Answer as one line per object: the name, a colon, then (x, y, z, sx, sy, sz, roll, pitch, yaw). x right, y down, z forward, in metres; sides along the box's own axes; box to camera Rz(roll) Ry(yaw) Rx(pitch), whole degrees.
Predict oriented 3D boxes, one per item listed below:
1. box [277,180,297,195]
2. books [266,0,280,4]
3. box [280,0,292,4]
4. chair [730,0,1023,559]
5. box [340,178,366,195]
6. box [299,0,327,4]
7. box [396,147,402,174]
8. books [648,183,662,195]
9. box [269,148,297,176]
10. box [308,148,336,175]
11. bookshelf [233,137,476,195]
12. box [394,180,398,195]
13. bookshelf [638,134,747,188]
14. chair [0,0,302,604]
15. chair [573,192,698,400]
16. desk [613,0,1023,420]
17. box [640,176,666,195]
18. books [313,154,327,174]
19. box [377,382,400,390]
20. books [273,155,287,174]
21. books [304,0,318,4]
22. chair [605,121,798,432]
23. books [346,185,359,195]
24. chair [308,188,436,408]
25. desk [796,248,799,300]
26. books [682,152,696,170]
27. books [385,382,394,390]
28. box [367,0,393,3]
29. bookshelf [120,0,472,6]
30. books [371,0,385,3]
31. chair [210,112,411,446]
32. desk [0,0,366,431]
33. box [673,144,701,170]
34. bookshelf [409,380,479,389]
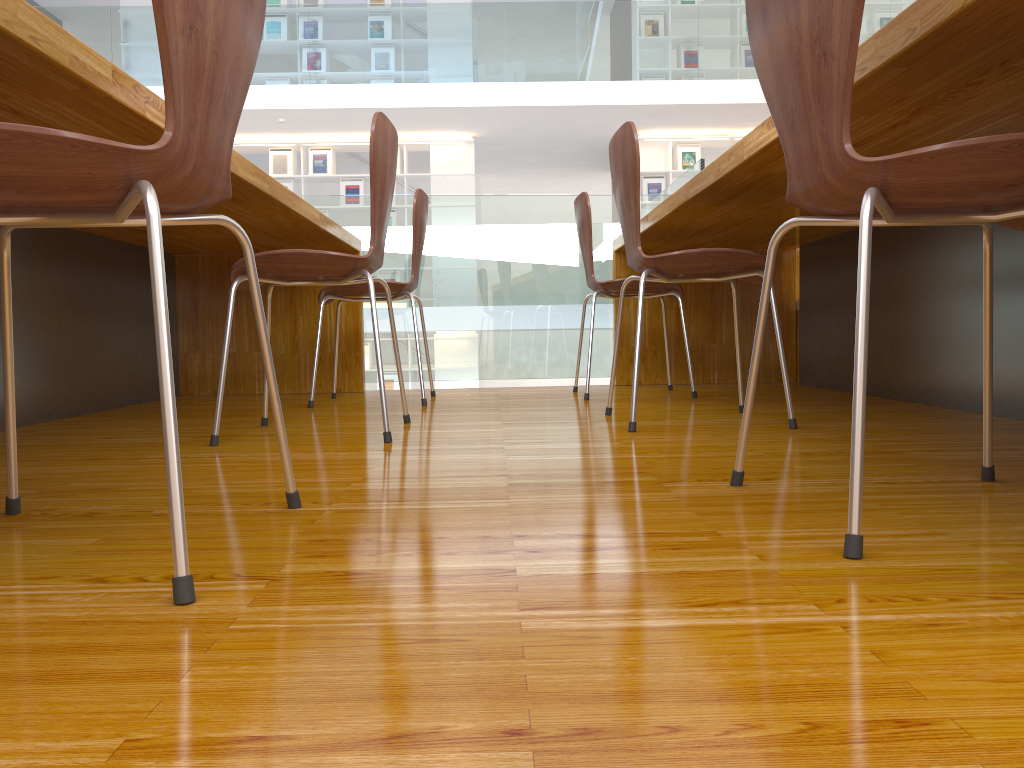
box: (-2.450, -2.023, 9.494, 0.245, 0.296, 0.274, -1, 3, -1)
books: (-2.497, -4.031, 9.276, 0.145, 0.210, 0.037, -1, 3, -1)
box: (-2.484, -4.067, 9.382, 0.245, 0.296, 0.274, -1, 3, -1)
chair: (0.497, -0.193, 1.041, 0.381, 0.693, 0.428, -1, 3, -1)
box: (-1.703, -2.040, 9.508, 0.245, 0.296, 0.274, -1, 3, -1)
box: (-2.107, -4.073, 9.389, 0.245, 0.296, 0.274, -1, 3, -1)
box: (-1.320, -2.372, 9.498, 0.245, 0.296, 0.274, -1, 3, -1)
books: (1.534, -2.053, 9.530, 0.145, 0.210, 0.037, -1, 3, -1)
box: (-2.448, -2.352, 9.476, 0.245, 0.296, 0.274, -1, 3, -1)
box: (-2.031, -2.360, 9.484, 0.245, 0.296, 0.274, -1, 3, -1)
bookshelf: (-2.220, -1.685, 9.515, 3.666, 1.836, 0.498, -1, 3, -1)
box: (-1.363, -2.043, 9.515, 0.245, 0.296, 0.274, -1, 3, -1)
bookshelf: (2.841, -1.776, 9.609, 2.984, 1.836, 0.498, -1, 3, -1)
chair: (-0.463, -0.170, 0.924, 0.381, 0.693, 0.428, -1, 3, -1)
chair: (0.416, -0.307, 3.127, 0.381, 0.693, 0.428, -1, 3, -1)
desk: (0.841, -0.213, 2.074, 0.760, 0.606, 3.356, -1, 3, -1)
box: (1.528, -2.099, 9.633, 0.245, 0.296, 0.274, -1, 3, -1)
books: (-2.030, -2.325, 9.379, 0.145, 0.210, 0.037, -1, 3, -1)
box: (-1.328, 0.014, 9.628, 0.245, 0.296, 0.274, -1, 3, -1)
books: (-2.450, -2.316, 9.371, 0.145, 0.210, 0.037, -1, 3, -1)
books: (-2.105, -4.028, 9.285, 0.145, 0.210, 0.037, -1, 3, -1)
chair: (0.436, -0.254, 2.157, 0.381, 0.693, 0.428, -1, 3, -1)
books: (-1.691, -2.002, 9.407, 0.145, 0.210, 0.037, -1, 3, -1)
chair: (-0.467, -0.285, 2.999, 0.381, 0.693, 0.428, -1, 3, -1)
desk: (2.868, -0.861, 5.569, 3.196, 0.757, 1.248, -1, 3, -1)
books: (1.901, -2.389, 9.522, 0.145, 0.210, 0.037, -1, 3, -1)
books: (-1.343, 0.058, 9.527, 0.145, 0.210, 0.037, -1, 3, -1)
box: (-1.398, -4.086, 9.403, 0.245, 0.296, 0.274, -1, 3, -1)
bookshelf: (-2.255, -3.728, 9.402, 3.666, 1.836, 0.498, -1, 3, -1)
books: (-1.410, -4.042, 9.301, 0.145, 0.210, 0.037, -1, 3, -1)
chair: (-0.447, -0.231, 2.029, 0.381, 0.693, 0.428, -1, 3, -1)
desk: (-1.184, 0.036, 1.959, 1.248, 1.022, 3.216, -1, 3, -1)
box: (1.903, -2.434, 9.623, 0.245, 0.296, 0.274, -1, 3, -1)
bookshelf: (-2.187, 0.370, 9.679, 3.666, 1.836, 0.397, -1, 3, -1)
